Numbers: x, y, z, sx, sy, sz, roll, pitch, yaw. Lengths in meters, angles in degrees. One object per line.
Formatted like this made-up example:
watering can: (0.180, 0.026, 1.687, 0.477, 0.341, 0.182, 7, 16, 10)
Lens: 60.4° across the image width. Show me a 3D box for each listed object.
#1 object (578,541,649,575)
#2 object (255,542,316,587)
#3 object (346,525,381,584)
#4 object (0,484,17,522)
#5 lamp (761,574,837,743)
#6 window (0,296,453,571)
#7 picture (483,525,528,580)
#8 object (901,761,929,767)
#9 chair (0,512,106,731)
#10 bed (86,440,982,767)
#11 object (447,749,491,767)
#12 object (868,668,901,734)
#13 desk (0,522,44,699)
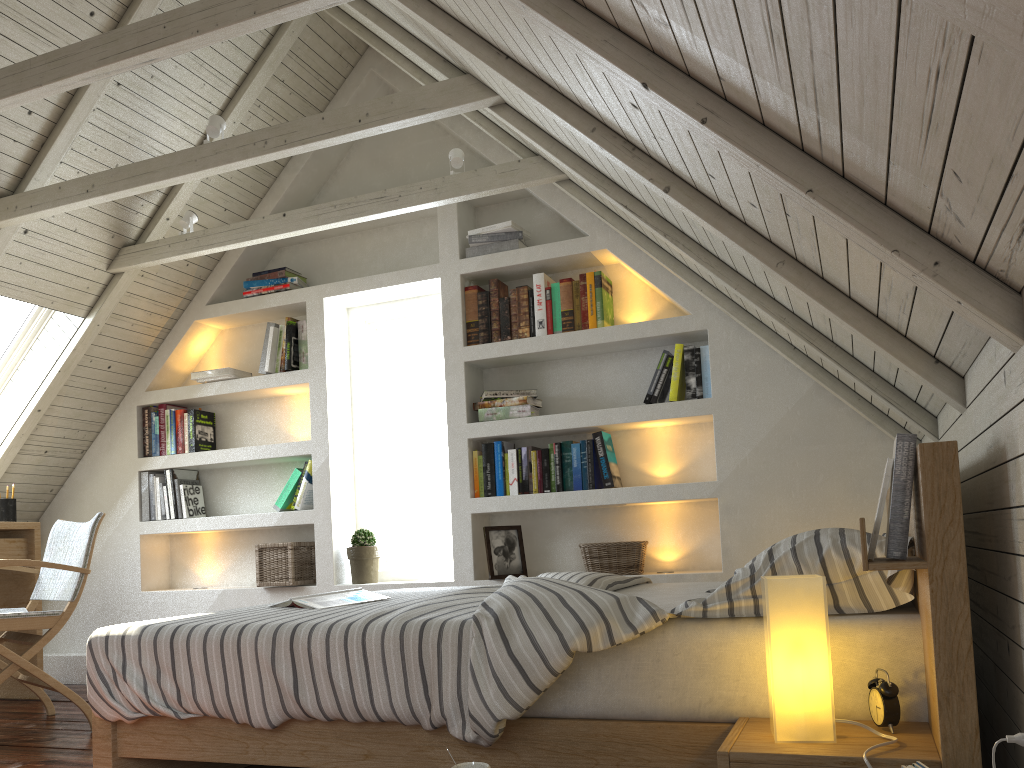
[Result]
object: (0.416, 0.709, 3.579, 0.283, 0.133, 0.179, -5, -8, 13)
object: (-1.064, 0.850, 4.154, 0.205, 0.199, 0.206, -5, -7, 21)
object: (-0.679, 0.780, 4.036, 0.160, 0.268, 0.161, -4, -5, 14)
object: (-2.311, 0.547, 4.009, 0.088, 0.184, 0.089, -2, -5, -15)
lamp: (0.450, 0.430, 1.388, 0.090, 0.250, 0.091, -4, -4, 12)
window: (-1.741, 0.152, 3.620, 3.094, 1.361, 1.420, -3, -7, -1)
picture: (-0.044, 0.709, 3.698, 0.173, 0.221, 0.128, 0, -6, -28)
object: (0.446, 0.632, 1.088, 0.237, 0.274, 0.239, -3, -6, 5)
chair: (-1.848, 0.881, 3.226, 0.561, 0.784, 0.555, 2, -8, -43)
bed: (0.111, 0.675, 2.401, 1.886, 0.697, 1.890, -7, -10, 21)
object: (-0.018, 0.621, 1.375, 0.082, 0.098, 0.186, 3, -10, -45)
object: (0.597, 0.503, 1.402, 0.037, 0.096, 0.072, -3, -6, -1)
desk: (-2.573, 0.956, 3.488, 0.379, 0.796, 1.336, -5, -9, 21)
